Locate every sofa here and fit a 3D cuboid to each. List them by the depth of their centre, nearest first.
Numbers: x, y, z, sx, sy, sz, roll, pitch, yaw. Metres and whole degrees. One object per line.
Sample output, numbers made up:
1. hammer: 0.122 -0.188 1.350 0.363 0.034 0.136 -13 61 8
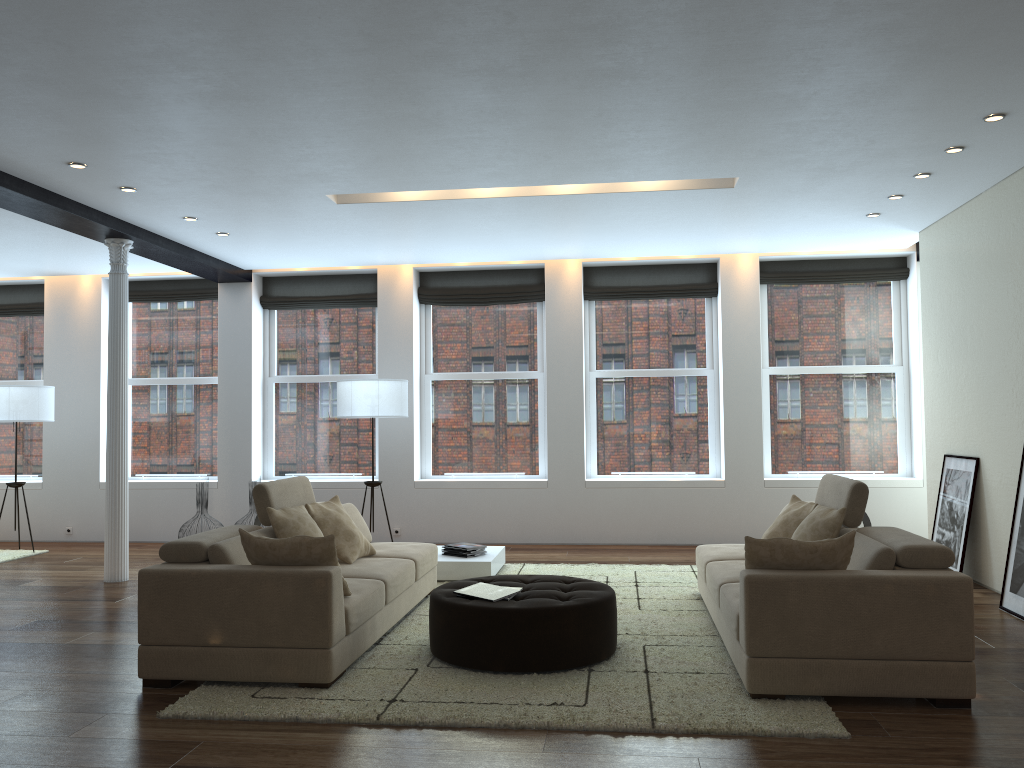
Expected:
1. sofa: 1.711 1.038 5.280 1.021 0.950 2.581 -1 -2 7
2. sofa: -1.215 1.085 5.626 1.021 0.950 2.581 -1 -2 7

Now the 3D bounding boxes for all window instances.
1. window: 3.407 -0.128 9.448 1.563 2.400 0.123 -1 -2 7
2. window: 1.518 -0.098 9.671 1.443 2.400 0.123 -1 -2 7
3. window: -0.311 -0.068 9.887 1.442 2.400 0.123 -1 -2 7
4. window: -2.135 -0.038 10.103 1.432 2.400 0.123 -1 -2 7
5. window: -3.934 -0.009 10.316 1.391 2.400 0.123 -1 -2 7
6. window: -5.987 0.024 10.559 1.345 2.400 0.123 -1 -2 7

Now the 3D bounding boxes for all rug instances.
1. rug: 0.145 1.546 5.879 2.972 0.020 4.231 -1 -2 7
2. rug: -7.105 1.718 8.020 4.231 0.020 2.972 -1 -2 7

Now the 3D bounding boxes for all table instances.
1. table: -0.561 1.533 7.593 0.900 0.170 0.900 -1 -2 7

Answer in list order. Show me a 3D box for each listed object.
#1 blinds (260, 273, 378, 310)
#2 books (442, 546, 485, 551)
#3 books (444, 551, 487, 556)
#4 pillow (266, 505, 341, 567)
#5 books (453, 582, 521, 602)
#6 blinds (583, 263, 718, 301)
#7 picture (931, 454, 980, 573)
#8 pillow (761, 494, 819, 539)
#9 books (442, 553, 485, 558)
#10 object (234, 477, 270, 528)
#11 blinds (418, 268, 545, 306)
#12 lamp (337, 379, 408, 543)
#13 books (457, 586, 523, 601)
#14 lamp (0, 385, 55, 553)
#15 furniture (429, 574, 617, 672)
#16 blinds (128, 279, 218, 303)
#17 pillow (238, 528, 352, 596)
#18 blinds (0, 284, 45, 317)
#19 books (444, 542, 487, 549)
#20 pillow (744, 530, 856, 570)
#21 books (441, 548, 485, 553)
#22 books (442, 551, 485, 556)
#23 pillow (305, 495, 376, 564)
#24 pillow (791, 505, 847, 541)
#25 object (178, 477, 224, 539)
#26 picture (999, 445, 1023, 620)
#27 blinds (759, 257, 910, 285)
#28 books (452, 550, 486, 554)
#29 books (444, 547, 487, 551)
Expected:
1. blinds: -2.155 -1.055 10.070 1.431 0.395 0.183 -1 -2 7
2. books: -0.410 1.379 7.489 0.300 0.010 0.220 -3 -3 42
3. books: -0.393 1.428 7.506 0.300 0.010 0.220 -2 -3 27
4. pillow: -1.260 0.945 5.381 0.301 0.439 0.534 -1 -3 10
5. books: -0.137 1.131 4.826 0.301 0.040 0.220 -3 -3 42
6. blinds: 1.500 -1.114 9.653 1.442 0.393 0.156 -1 -2 7
7. picture: 3.563 1.078 7.184 0.195 0.988 0.700 -1 -2 7
8. pillow: 1.754 0.934 5.653 0.368 0.416 0.519 -1 -2 2
9. books: -0.410 1.437 7.487 0.300 0.010 0.220 -3 -3 42
10. object: -2.663 1.339 9.183 0.458 0.781 0.458 -1 -2 6
11. blinds: -0.328 -1.077 9.869 1.439 0.424 0.156 -1 -2 7
12. lamp: -1.368 0.828 8.727 0.698 1.728 0.698 -2 -3 30
13. books: -0.120 1.140 4.845 0.300 0.031 0.219 -2 -3 22
14. lamp: -5.130 0.888 9.172 0.698 1.728 0.698 -2 -3 30
15. furniture: 0.062 1.323 5.009 1.057 0.355 1.057 -1 -2 9
16. blinds: -3.953 -1.085 10.300 1.396 0.275 0.156 -1 -2 7
17. pillow: -1.113 0.932 4.598 0.518 0.393 0.395 -1 -3 10
18. blinds: -6.006 -0.993 10.541 1.342 0.393 0.156 -1 -2 7
19. books: -0.393 1.370 7.509 0.220 0.010 0.300 2 -3 -43
20. pillow: 1.367 0.892 4.304 0.518 0.393 0.395 -1 -2 3
21. books: -0.410 1.398 7.488 0.300 0.010 0.220 -2 -3 32
22. books: -0.410 1.417 7.488 0.300 0.010 0.220 -3 -3 42
23. pillow: -1.174 0.981 5.999 0.368 0.416 0.519 -1 -3 11
24. pillow: 1.693 0.897 5.032 0.301 0.439 0.534 -1 -2 3
25. object: -3.152 1.337 9.022 0.458 0.781 0.458 -1 -2 6
26. picture: 3.341 0.931 5.447 0.225 1.140 1.183 -1 -2 7
27. blinds: 3.390 -1.199 9.432 1.563 0.275 0.156 -1 -2 7
28. books: -0.393 1.409 7.507 0.220 0.010 0.300 1 -3 -33
29. books: -0.393 1.389 7.508 0.300 0.010 0.220 -2 -3 22
